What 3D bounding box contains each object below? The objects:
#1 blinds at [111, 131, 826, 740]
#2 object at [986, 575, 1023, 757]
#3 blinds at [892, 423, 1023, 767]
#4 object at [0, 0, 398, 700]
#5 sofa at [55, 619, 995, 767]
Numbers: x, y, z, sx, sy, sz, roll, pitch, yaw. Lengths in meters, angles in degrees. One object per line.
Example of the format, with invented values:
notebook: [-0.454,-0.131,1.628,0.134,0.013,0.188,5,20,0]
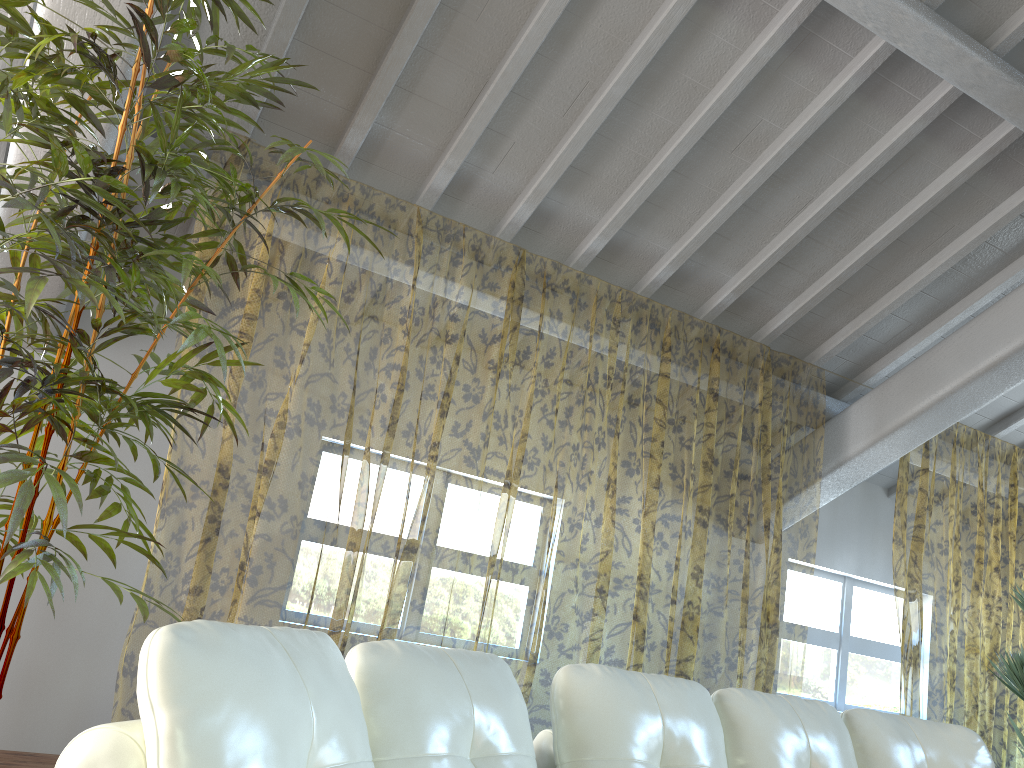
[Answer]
blinds: [0.098,0.661,4.022,3.505,2.546,0.306,18,-17,-26]
object: [2.472,1.650,4.112,0.564,1.586,0.588,9,-15,6]
blinds: [3.326,1.695,5.670,2.780,2.546,0.306,18,-17,-26]
object: [-1.069,-0.033,2.114,1.399,2.473,1.177,11,-15,-2]
sofa: [0.356,0.978,1.616,1.359,0.805,3.047,-3,-20,41]
